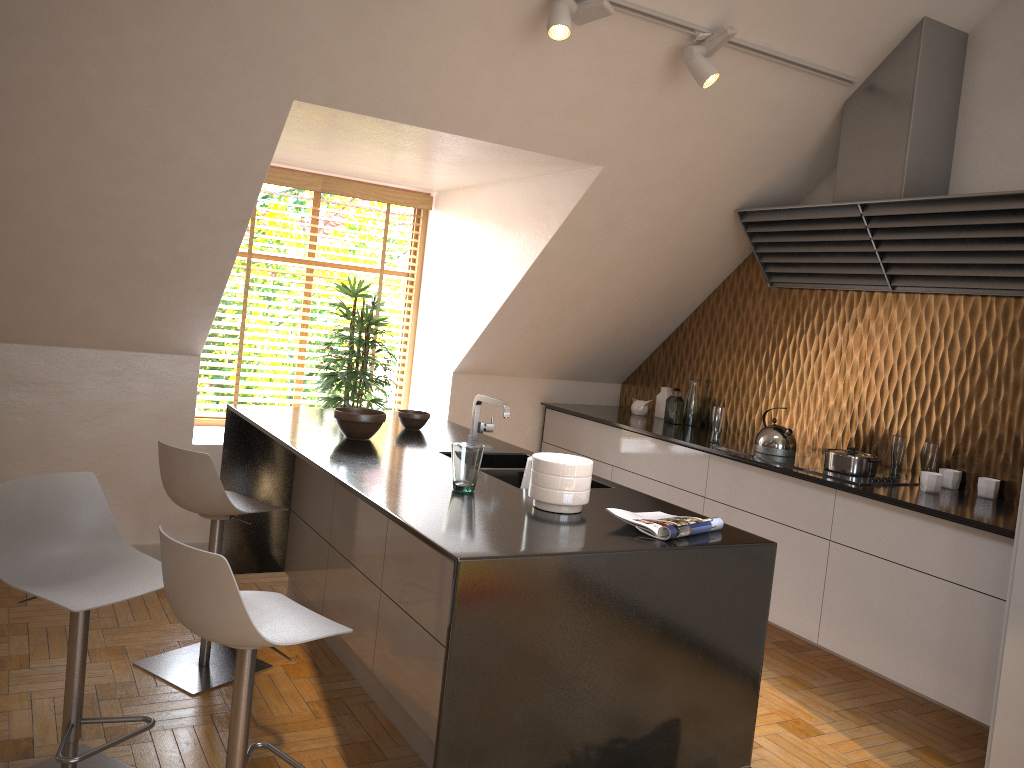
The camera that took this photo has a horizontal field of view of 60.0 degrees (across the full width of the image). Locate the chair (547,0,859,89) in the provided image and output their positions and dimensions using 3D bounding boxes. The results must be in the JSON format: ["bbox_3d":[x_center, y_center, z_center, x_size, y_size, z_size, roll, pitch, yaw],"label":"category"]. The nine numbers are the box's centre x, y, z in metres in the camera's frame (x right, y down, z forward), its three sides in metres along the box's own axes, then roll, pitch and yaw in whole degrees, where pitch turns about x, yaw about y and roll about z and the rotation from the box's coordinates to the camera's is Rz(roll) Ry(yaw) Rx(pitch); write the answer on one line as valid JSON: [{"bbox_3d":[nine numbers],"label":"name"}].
[{"bbox_3d":[0.831,0.084,1.492,3.485,2.681,4.033,4,4,-29],"label":"chair"}]

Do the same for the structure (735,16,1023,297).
[{"bbox_3d":[1.741,-1.017,4.034,0.420,1.174,1.544,5,4,-30],"label":"structure"}]

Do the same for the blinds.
[{"bbox_3d":[-1.222,-0.516,5.417,1.428,1.482,0.070,4,3,-30],"label":"blinds"}]

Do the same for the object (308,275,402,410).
[{"bbox_3d":[-0.908,-0.146,5.221,0.517,0.974,0.556,4,3,-35],"label":"object"}]

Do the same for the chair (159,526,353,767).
[{"bbox_3d":[-0.689,0.795,2.233,0.405,0.865,0.429,8,3,41],"label":"chair"}]

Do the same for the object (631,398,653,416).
[{"bbox_3d":[0.795,0.140,5.492,0.107,0.106,0.179,6,4,-3],"label":"object"}]

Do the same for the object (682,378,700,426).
[{"bbox_3d":[1.062,0.106,5.222,0.089,0.273,0.089,8,3,37],"label":"object"}]

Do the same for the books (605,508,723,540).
[{"bbox_3d":[0.432,0.386,2.515,0.223,0.044,0.281,10,6,42],"label":"books"}]

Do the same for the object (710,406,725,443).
[{"bbox_3d":[1.043,0.207,4.504,0.062,0.184,0.062,4,3,-40],"label":"object"}]

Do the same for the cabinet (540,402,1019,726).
[{"bbox_3d":[1.188,0.545,4.442,0.623,0.914,3.102,4,5,-30],"label":"cabinet"}]

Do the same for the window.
[{"bbox_3d":[-0.987,-0.911,0.649,7.772,4.458,8.662,4,5,-30],"label":"window"}]

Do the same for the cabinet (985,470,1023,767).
[{"bbox_3d":[2.464,0.583,2.011,0.824,1.999,2.259,5,4,-30],"label":"cabinet"}]

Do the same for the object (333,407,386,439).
[{"bbox_3d":[-0.605,0.159,3.504,0.206,0.106,0.206,8,5,29],"label":"object"}]

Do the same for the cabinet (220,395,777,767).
[{"bbox_3d":[-0.324,0.614,3.296,0.998,1.133,2.446,4,5,-30],"label":"cabinet"}]

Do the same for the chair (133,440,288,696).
[{"bbox_3d":[-1.143,0.654,3.378,0.405,0.865,0.429,8,3,33],"label":"chair"}]

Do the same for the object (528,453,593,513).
[{"bbox_3d":[0.142,0.292,2.614,0.181,0.146,0.182,4,4,-32],"label":"object"}]

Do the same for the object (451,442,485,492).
[{"bbox_3d":[-0.142,0.256,2.722,0.103,0.140,0.104,4,4,-40],"label":"object"}]

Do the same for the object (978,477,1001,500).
[{"bbox_3d":[1.958,0.429,3.642,0.078,0.077,0.077,8,4,33],"label":"object"}]

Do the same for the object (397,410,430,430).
[{"bbox_3d":[-0.437,0.161,3.916,0.146,0.075,0.145,8,5,29],"label":"object"}]

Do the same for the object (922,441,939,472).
[{"bbox_3d":[1.802,0.343,3.827,0.062,0.184,0.062,5,3,-34],"label":"object"}]

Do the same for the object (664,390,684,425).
[{"bbox_3d":[0.955,0.137,5.219,0.068,0.190,0.100,5,3,-30],"label":"object"}]

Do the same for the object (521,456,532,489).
[{"bbox_3d":[0.110,0.375,3.037,0.190,0.232,0.190,7,3,22],"label":"object"}]

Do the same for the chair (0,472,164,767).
[{"bbox_3d":[-1.218,0.720,2.466,0.431,0.870,0.403,8,3,28],"label":"chair"}]

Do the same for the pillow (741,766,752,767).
[{"bbox_3d":[0.411,1.175,2.176,0.424,0.389,0.320,6,3,-2],"label":"pillow"}]

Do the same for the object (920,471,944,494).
[{"bbox_3d":[1.718,0.404,3.634,0.078,0.077,0.077,5,3,-12],"label":"object"}]

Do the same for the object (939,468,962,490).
[{"bbox_3d":[1.876,0.408,3.798,0.077,0.077,0.078,3,5,-42],"label":"object"}]

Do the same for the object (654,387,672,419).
[{"bbox_3d":[0.938,0.116,5.454,0.068,0.190,0.100,5,3,-30],"label":"object"}]

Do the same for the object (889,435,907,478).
[{"bbox_3d":[1.723,0.324,3.963,0.062,0.184,0.062,4,3,-40],"label":"object"}]
